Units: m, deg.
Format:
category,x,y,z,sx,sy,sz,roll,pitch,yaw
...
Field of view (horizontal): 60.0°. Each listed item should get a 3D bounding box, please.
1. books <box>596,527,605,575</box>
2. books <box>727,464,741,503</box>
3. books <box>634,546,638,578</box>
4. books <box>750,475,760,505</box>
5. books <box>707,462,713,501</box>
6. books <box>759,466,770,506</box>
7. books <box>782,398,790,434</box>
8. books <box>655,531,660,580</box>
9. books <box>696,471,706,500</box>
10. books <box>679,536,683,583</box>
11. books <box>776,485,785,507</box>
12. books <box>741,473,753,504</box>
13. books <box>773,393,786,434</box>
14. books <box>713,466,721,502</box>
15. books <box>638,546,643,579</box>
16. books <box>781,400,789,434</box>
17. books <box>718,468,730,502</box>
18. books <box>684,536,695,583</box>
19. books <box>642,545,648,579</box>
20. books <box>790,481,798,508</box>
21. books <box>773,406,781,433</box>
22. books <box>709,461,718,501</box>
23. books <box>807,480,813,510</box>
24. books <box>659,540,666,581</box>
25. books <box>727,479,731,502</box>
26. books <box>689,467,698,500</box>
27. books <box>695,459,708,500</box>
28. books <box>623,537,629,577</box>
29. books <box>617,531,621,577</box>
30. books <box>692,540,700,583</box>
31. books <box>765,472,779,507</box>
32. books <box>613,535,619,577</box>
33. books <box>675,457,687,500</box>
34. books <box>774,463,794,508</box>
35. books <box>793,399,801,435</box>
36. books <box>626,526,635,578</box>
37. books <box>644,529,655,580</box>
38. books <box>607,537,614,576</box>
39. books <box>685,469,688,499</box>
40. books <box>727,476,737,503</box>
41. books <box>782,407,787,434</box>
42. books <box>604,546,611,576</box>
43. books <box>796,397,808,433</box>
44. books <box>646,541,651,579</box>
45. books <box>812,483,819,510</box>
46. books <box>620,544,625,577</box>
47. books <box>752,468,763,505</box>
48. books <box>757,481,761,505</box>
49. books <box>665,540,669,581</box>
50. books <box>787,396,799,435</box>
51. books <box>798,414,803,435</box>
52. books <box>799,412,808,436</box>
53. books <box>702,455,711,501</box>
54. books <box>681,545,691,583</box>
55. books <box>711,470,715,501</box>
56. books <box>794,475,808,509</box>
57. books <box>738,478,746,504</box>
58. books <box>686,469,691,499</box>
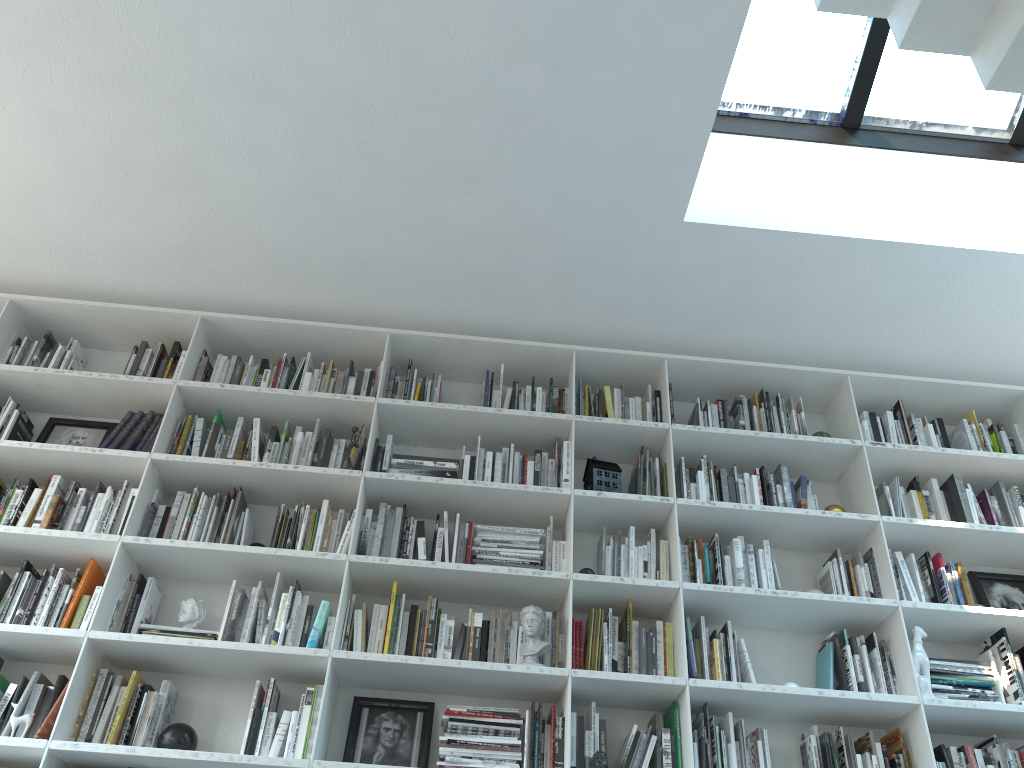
category,x,y,z,sx,sy,sz,roll,pitch,yaw
books,0.360,0.746,3.608,0.018,0.283,0.160,5,-37,-2
books,0.959,0.508,3.846,0.013,0.282,0.155,5,-37,-2
books,0.482,0.780,3.567,0.024,0.193,0.174,5,-37,-2
books,1.024,0.526,3.803,0.021,0.208,0.182,5,-37,-2
books,0.838,0.493,3.824,0.010,0.267,0.167,5,-37,-2
books,1.082,0.519,3.850,0.012,0.283,0.160,5,-37,-2
books,1.252,0.235,4.096,0.008,0.319,0.134,5,-37,-2
books,0.574,0.761,3.603,0.025,0.275,0.174,5,-37,-2
books,0.794,0.507,3.797,0.026,0.206,0.182,5,-37,-2
books,0.653,0.773,3.591,0.028,0.250,0.191,5,-37,-2
books,1.130,0.556,3.810,0.027,0.180,0.177,5,-37,-2
books,1.002,0.522,3.823,0.023,0.235,0.150,5,-37,-2
books,1.215,0.219,4.067,0.008,0.305,0.184,5,-37,-2
books,0.878,0.507,3.846,0.012,0.275,0.134,5,-37,-2
books,0.500,0.782,3.570,0.027,0.195,0.186,5,-37,-2
books,1.239,0.232,4.075,0.019,0.297,0.138,5,-37,-2
books,0.898,0.508,3.817,0.027,0.240,0.161,5,-37,-2
books,0.716,0.780,3.617,0.014,0.277,0.154,5,-37,-2
books,0.521,0.779,3.576,0.029,0.210,0.158,5,-37,-2
books,1.188,0.549,3.822,0.030,0.211,0.157,5,-37,-2
books,1.197,0.245,4.057,0.024,0.251,0.150,5,-37,-2
books,0.862,0.494,3.845,0.021,0.294,0.139,5,-37,-2
books,1.253,0.552,3.823,0.048,0.215,0.183,5,-37,-2
books,0.591,0.772,3.576,0.028,0.228,0.177,5,-37,-2
books,0.917,0.532,3.824,0.014,0.213,0.133,5,-37,-2
books,0.767,0.502,3.821,0.026,0.242,0.149,5,-37,-2
books,0.813,0.489,3.833,0.011,0.281,0.174,5,-37,-2
books,0.449,0.766,3.587,0.023,0.234,0.179,5,-37,-2
books,0.424,0.752,3.603,0.019,0.273,0.146,5,-37,-2
books,0.730,0.783,3.595,0.014,0.246,0.177,5,-37,-2
books,1.103,0.528,3.822,0.030,0.236,0.187,5,-37,-2
books,0.408,0.761,3.594,0.028,0.248,0.165,5,-37,-2
books,0.728,0.477,3.826,0.012,0.283,0.160,5,-37,-2
books,1.162,0.509,3.831,0.029,0.283,0.184,5,-37,-2
books,1.280,0.233,4.056,0.008,0.277,0.181,5,-37,-2
books,0.469,0.739,3.582,0.028,0.273,0.188,5,-37,-2
books,0.559,0.755,3.609,0.028,0.292,0.155,5,-37,-2
books,0.390,0.765,3.595,0.024,0.241,0.160,5,-37,-2
books,0.737,0.492,3.841,0.011,0.278,0.134,5,-37,-2
books,0.937,0.532,3.830,0.028,0.222,0.143,5,-37,-2
books,1.224,0.243,4.058,0.014,0.257,0.150,5,-37,-2
books,0.371,0.774,3.561,0.028,0.184,0.182,5,-37,-2
books,1.319,0.229,4.070,0.006,0.304,0.164,5,-37,-2
books,0.540,0.776,3.589,0.024,0.232,0.150,5,-37,-2
books,1.288,0.561,3.842,0.026,0.228,0.141,5,-37,-2
books,0.433,0.780,3.582,0.023,0.206,0.172,5,-37,-2
books,1.051,0.516,3.833,0.012,0.263,0.157,5,-37,-2
books,1.039,0.531,3.819,0.011,0.221,0.160,5,-37,-2
books,0.609,0.780,3.591,0.026,0.236,0.174,5,-37,-2
books,1.270,0.229,4.066,0.013,0.295,0.189,5,-37,-2
books,1.291,0.268,4.048,0.018,0.213,0.158,5,-37,-2
books,1.307,0.266,4.039,0.014,0.207,0.189,5,-37,-2
books,0.827,0.477,3.836,0.014,0.305,0.153,5,-37,-2
books,0.692,0.795,3.609,0.030,0.241,0.139,5,-37,-2
books,0.847,0.512,3.822,0.012,0.234,0.166,5,-37,-2
books,1.231,0.537,3.821,0.054,0.234,0.172,5,-37,-2
books,0.976,0.535,3.825,0.025,0.215,0.145,5,-37,-2
books,0.748,0.505,3.824,0.012,0.238,0.139,5,-37,-2
